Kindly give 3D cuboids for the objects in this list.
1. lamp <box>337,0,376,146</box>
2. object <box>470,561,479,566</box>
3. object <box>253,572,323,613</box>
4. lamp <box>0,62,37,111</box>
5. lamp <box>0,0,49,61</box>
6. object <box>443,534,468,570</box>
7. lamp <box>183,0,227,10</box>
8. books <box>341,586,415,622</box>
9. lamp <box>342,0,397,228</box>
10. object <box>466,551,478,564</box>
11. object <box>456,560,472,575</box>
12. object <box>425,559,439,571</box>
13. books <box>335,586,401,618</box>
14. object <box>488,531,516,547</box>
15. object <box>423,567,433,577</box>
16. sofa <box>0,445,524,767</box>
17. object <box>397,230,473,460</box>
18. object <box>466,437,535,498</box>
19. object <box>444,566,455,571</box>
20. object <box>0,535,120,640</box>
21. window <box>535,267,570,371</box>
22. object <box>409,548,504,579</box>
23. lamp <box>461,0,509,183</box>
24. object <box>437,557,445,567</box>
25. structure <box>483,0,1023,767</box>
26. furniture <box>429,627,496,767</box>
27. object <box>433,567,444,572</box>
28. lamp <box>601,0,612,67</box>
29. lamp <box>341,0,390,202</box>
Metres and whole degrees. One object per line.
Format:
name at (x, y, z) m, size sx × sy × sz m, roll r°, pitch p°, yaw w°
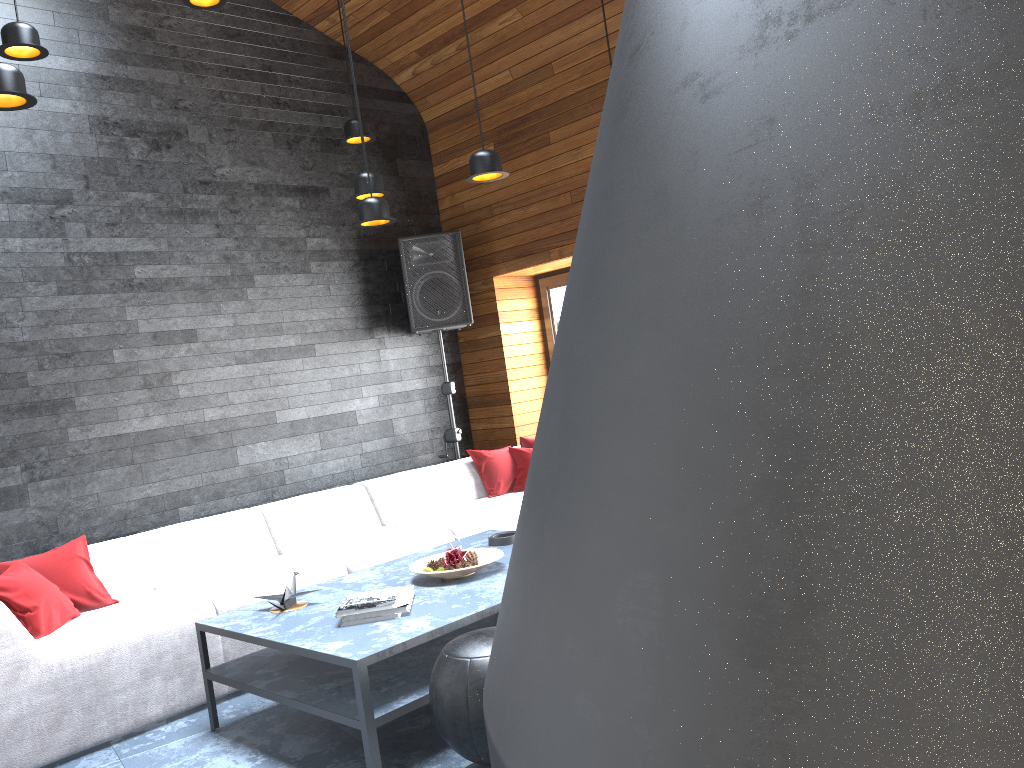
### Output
lamp at (-1.018, -2.138, 5.307) m, size 0.210 × 1.369 × 0.210 m, roll -8°, pitch 1°, yaw -7°
object at (-0.158, 0.750, 3.647) m, size 0.043 × 0.042 × 0.042 m, roll -8°, pitch 1°, yaw 40°
object at (-0.893, 0.828, 3.501) m, size 0.241 × 0.117 × 0.250 m, roll -9°, pitch 1°, yaw -36°
lamp at (-2.009, -2.576, 3.081) m, size 0.210 × 3.209 × 0.210 m, roll -9°, pitch 1°, yaw -22°
lamp at (-2.327, -2.403, 3.963) m, size 0.210 × 1.854 × 0.210 m, roll -8°, pitch 1°, yaw -7°
object at (-0.242, 0.698, 3.693) m, size 0.118 × 0.172 × 0.105 m, roll -8°, pitch 1°, yaw 8°
lamp at (-1.618, -2.508, 4.414) m, size 0.210 × 1.206 × 0.210 m, roll -8°, pitch 1°, yaw -7°
books at (-0.487, 0.806, 3.264) m, size 0.239 × 0.021 × 0.299 m, roll -8°, pitch 1°, yaw -3°
lamp at (-0.831, -1.911, 4.323) m, size 0.210 × 2.273 × 0.210 m, roll -8°, pitch 1°, yaw -7°
object at (-0.175, 0.735, 3.743) m, size 0.062 × 0.062 × 0.060 m, roll -8°, pitch 1°, yaw 6°
object at (-0.195, 0.741, 3.574) m, size 0.061 × 0.061 × 0.063 m, roll -7°, pitch 1°, yaw 45°
object at (-0.332, 0.759, 3.689) m, size 0.061 × 0.062 × 0.064 m, roll -8°, pitch 1°, yaw -13°
books at (-0.520, 0.792, 3.231) m, size 0.210 × 0.017 × 0.265 m, roll -8°, pitch 1°, yaw -3°
object at (-0.035, 0.732, 4.202) m, size 0.160 × 0.040 × 0.160 m, roll -8°, pitch 1°, yaw 23°
object at (-0.339, 0.762, 3.597) m, size 0.048 × 0.039 × 0.039 m, roll -7°, pitch 1°, yaw 42°
sofa at (-0.446, 0.894, 4.434) m, size 4.035 × 0.693 × 2.204 m, roll -9°, pitch 1°, yaw -44°
object at (-0.544, 0.065, 6.564) m, size 0.639 × 2.298 × 0.686 m, roll -8°, pitch 1°, yaw -6°
object at (0.124, 0.543, 5.929) m, size 0.742 × 0.354 × 0.528 m, roll -9°, pitch 1°, yaw -44°
object at (-0.251, 0.755, 3.576) m, size 0.043 × 0.042 × 0.042 m, roll -9°, pitch 1°, yaw -41°
object at (-2.052, 0.893, 3.776) m, size 0.742 × 0.354 × 0.528 m, roll -9°, pitch 1°, yaw -44°
window at (2.304, -0.422, 5.003) m, size 0.101 × 1.522 × 5.935 m, roll -9°, pitch 1°, yaw -44°
object at (-0.227, 0.757, 3.674) m, size 0.395 × 0.061 × 0.395 m, roll -8°, pitch 1°, yaw 38°
lamp at (-0.262, -1.988, 4.200) m, size 0.210 × 2.034 × 0.210 m, roll -8°, pitch 1°, yaw -7°
object at (-0.297, 0.754, 3.759) m, size 0.044 × 0.042 × 0.042 m, roll -9°, pitch 1°, yaw -45°
structure at (0.116, -1.659, 0.639) m, size 1.689 × 5.700 × 1.197 m, roll -9°, pitch 1°, yaw -44°
furniture at (-0.043, 0.978, 2.681) m, size 0.402 × 0.462 × 0.401 m, roll -9°, pitch 1°, yaw -29°
object at (-0.277, 0.768, 3.621) m, size 0.081 × 0.034 × 0.073 m, roll -8°, pitch 1°, yaw 34°
lamp at (0.375, -2.095, 4.126) m, size 0.210 × 2.002 × 0.210 m, roll -8°, pitch 1°, yaw -7°
lamp at (-0.883, -1.980, 4.594) m, size 0.210 × 2.036 × 0.210 m, roll -8°, pitch 1°, yaw -7°
